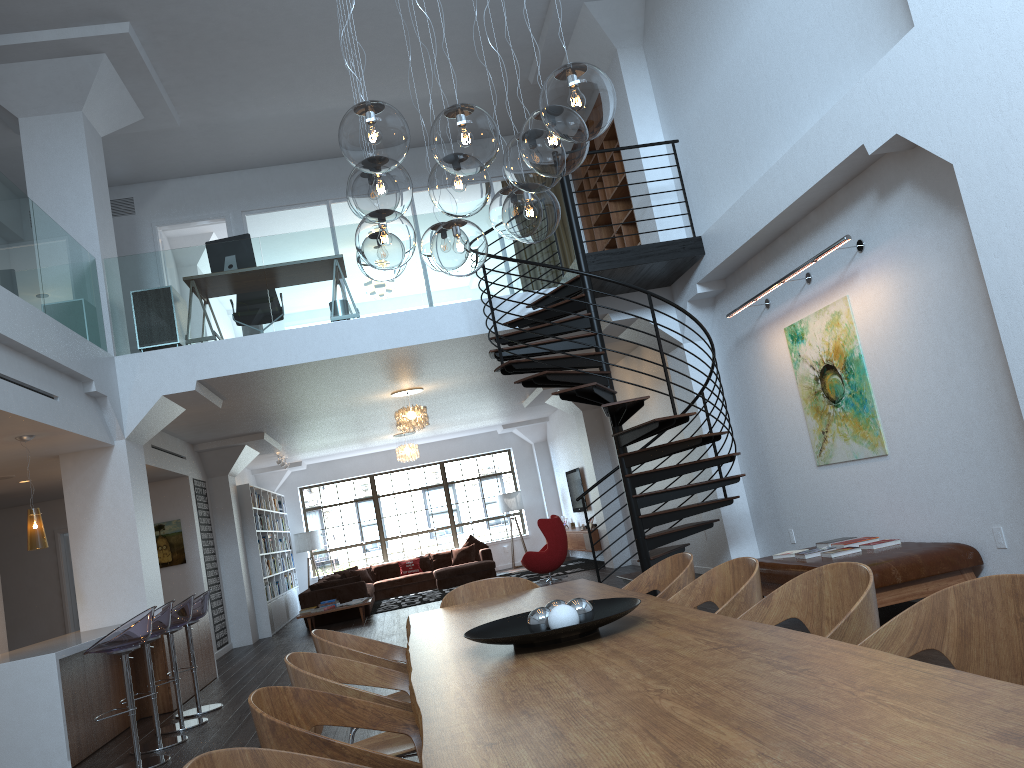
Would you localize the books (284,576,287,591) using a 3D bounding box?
[{"bbox_3d":[-4.323,3.744,16.547,0.198,0.284,0.066,-10,-8,-9],"label":"books"}]

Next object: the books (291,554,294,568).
[{"bbox_3d":[-4.600,3.656,18.278,0.176,0.290,0.053,-10,-8,-9],"label":"books"}]

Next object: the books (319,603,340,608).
[{"bbox_3d":[-2.856,3.469,13.870,0.312,0.037,0.216,-8,-8,-19],"label":"books"}]

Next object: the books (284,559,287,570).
[{"bbox_3d":[-4.436,3.485,17.050,0.161,0.218,0.101,-10,-8,-9],"label":"books"}]

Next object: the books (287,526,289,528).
[{"bbox_3d":[-4.740,2.959,18.189,0.254,0.032,0.174,-15,-9,26],"label":"books"}]

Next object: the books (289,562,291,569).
[{"bbox_3d":[-4.521,3.602,17.715,0.161,0.221,0.035,-10,-8,-9],"label":"books"}]

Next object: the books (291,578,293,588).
[{"bbox_3d":[-4.443,3.928,17.528,0.189,0.247,0.057,-10,-8,-9],"label":"books"}]

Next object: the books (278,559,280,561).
[{"bbox_3d":[-4.373,3.247,16.227,0.223,0.032,0.161,-10,-8,-9],"label":"books"}]

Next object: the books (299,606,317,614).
[{"bbox_3d":[-3.158,3.509,13.764,0.241,0.045,0.334,-10,-8,-7],"label":"books"}]

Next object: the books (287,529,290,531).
[{"bbox_3d":[-4.730,3.025,18.184,0.284,0.035,0.197,-14,-9,21],"label":"books"}]

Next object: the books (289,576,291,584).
[{"bbox_3d":[-4.406,3.880,17.269,0.183,0.253,0.037,-10,-8,-9],"label":"books"}]

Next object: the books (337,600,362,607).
[{"bbox_3d":[-2.481,3.345,13.519,0.342,0.040,0.231,-16,-9,31],"label":"books"}]

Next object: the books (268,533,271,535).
[{"bbox_3d":[-4.327,2.639,15.446,0.223,0.027,0.161,-11,-8,0],"label":"books"}]

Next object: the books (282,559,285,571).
[{"bbox_3d":[-4.381,3.398,16.646,0.182,0.253,0.098,-10,-8,-9],"label":"books"}]

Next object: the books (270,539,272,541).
[{"bbox_3d":[-4.390,2.802,15.839,0.161,0.033,0.223,-10,-8,-9],"label":"books"}]

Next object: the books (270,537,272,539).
[{"bbox_3d":[-4.413,2.780,15.864,0.223,0.027,0.161,-8,-9,-19],"label":"books"}]

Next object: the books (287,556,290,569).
[{"bbox_3d":[-4.514,3.558,17.583,0.183,0.253,0.042,-10,-8,-9],"label":"books"}]

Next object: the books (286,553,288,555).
[{"bbox_3d":[-4.520,3.349,17.334,0.224,0.030,0.161,-11,-8,1],"label":"books"}]

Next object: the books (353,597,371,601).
[{"bbox_3d":[-2.373,3.376,13.879,0.256,0.035,0.350,-13,-8,16],"label":"books"}]

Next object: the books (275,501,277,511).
[{"bbox_3d":[-4.643,2.360,17.108,0.183,0.253,0.034,-10,-8,-9],"label":"books"}]

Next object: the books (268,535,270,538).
[{"bbox_3d":[-4.331,2.679,15.461,0.174,0.045,0.240,-10,-8,-9],"label":"books"}]

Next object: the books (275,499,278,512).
[{"bbox_3d":[-4.661,2.382,17.241,0.183,0.253,0.034,-10,-8,-9],"label":"books"}]

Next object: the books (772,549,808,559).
[{"bbox_3d":[2.111,1.288,6.722,0.161,0.031,0.223,-6,-9,-31],"label":"books"}]

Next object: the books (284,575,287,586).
[{"bbox_3d":[-4.330,3.758,16.656,0.176,0.290,0.053,-10,-8,-9],"label":"books"}]

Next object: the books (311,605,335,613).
[{"bbox_3d":[-2.873,3.415,13.466,0.236,0.035,0.340,-13,-8,16],"label":"books"}]

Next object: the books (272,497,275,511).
[{"bbox_3d":[-4.624,2.303,16.872,0.176,0.290,0.053,-10,-8,-9],"label":"books"}]

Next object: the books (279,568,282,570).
[{"bbox_3d":[-4.353,3.399,16.194,0.251,0.037,0.160,-11,-8,-4],"label":"books"}]

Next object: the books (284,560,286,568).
[{"bbox_3d":[-4.430,3.477,17.017,0.161,0.222,0.084,-10,-8,-9],"label":"books"}]

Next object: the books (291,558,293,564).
[{"bbox_3d":[-4.570,3.668,18.125,0.161,0.213,0.118,-10,-8,-9],"label":"books"}]

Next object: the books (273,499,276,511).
[{"bbox_3d":[-4.630,2.345,16.994,0.171,0.246,0.057,-10,-8,-9],"label":"books"}]

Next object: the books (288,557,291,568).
[{"bbox_3d":[-4.540,3.608,17.801,0.168,0.228,0.139,-10,-8,-9],"label":"books"}]

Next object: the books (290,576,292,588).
[{"bbox_3d":[-4.424,3.904,17.412,0.183,0.253,0.037,-10,-8,-9],"label":"books"}]

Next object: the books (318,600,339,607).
[{"bbox_3d":[-2.867,3.435,13.878,0.279,0.035,0.191,-11,-8,1],"label":"books"}]

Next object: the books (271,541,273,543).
[{"bbox_3d":[-4.376,2.834,15.829,0.183,0.042,0.253,-10,-8,-9],"label":"books"}]

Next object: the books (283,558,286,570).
[{"bbox_3d":[-4.419,3.446,16.894,0.174,0.242,0.105,-10,-8,-9],"label":"books"}]

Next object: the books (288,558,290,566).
[{"bbox_3d":[-4.515,3.582,17.646,0.161,0.223,0.032,-10,-8,-9],"label":"books"}]

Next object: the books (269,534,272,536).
[{"bbox_3d":[-4.395,2.715,15.864,0.129,0.043,0.185,-12,-8,5],"label":"books"}]

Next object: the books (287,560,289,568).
[{"bbox_3d":[-4.499,3.541,17.465,0.171,0.246,0.036,-10,-8,-9],"label":"books"}]

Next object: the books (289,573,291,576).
[{"bbox_3d":[-4.437,3.908,17.584,0.140,0.298,0.044,-10,-8,-9],"label":"books"}]

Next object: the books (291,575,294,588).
[{"bbox_3d":[-4.467,3.959,17.711,0.171,0.246,0.057,-10,-8,-9],"label":"books"}]

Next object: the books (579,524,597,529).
[{"bbox_3d":[1.384,2.594,16.125,0.250,0.053,0.400,-10,-8,-9],"label":"books"}]

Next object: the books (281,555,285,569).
[{"bbox_3d":[-4.414,3.400,16.748,0.197,0.290,0.136,-10,-8,-9],"label":"books"}]

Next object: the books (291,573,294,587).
[{"bbox_3d":[-4.484,3.952,17.795,0.176,0.290,0.053,-10,-8,-9],"label":"books"}]

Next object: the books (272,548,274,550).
[{"bbox_3d":[-4.349,2.956,15.806,0.160,0.039,0.251,-11,-8,-4],"label":"books"}]

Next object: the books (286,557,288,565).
[{"bbox_3d":[-4.471,3.508,17.297,0.174,0.251,0.051,-10,-8,-9],"label":"books"}]

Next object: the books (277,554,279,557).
[{"bbox_3d":[-4.376,3.160,16.227,0.185,0.041,0.129,-12,-8,5],"label":"books"}]

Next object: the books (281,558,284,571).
[{"bbox_3d":[-4.374,3.388,16.560,0.174,0.243,0.085,-10,-8,-9],"label":"books"}]

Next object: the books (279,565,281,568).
[{"bbox_3d":[-4.368,3.367,16.223,0.259,0.040,0.180,-10,-8,-9],"label":"books"}]

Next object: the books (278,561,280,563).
[{"bbox_3d":[-4.371,3.281,16.214,0.253,0.040,0.183,-10,-8,-9],"label":"books"}]

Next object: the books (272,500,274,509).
[{"bbox_3d":[-4.607,2.311,16.789,0.171,0.246,0.057,-10,-8,-9],"label":"books"}]

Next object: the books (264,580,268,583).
[{"bbox_3d":[-4.029,3.166,14.139,0.223,0.027,0.161,-11,-8,0],"label":"books"}]

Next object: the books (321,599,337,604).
[{"bbox_3d":[-2.869,3.404,13.881,0.224,0.027,0.157,-11,-8,-4],"label":"books"}]
